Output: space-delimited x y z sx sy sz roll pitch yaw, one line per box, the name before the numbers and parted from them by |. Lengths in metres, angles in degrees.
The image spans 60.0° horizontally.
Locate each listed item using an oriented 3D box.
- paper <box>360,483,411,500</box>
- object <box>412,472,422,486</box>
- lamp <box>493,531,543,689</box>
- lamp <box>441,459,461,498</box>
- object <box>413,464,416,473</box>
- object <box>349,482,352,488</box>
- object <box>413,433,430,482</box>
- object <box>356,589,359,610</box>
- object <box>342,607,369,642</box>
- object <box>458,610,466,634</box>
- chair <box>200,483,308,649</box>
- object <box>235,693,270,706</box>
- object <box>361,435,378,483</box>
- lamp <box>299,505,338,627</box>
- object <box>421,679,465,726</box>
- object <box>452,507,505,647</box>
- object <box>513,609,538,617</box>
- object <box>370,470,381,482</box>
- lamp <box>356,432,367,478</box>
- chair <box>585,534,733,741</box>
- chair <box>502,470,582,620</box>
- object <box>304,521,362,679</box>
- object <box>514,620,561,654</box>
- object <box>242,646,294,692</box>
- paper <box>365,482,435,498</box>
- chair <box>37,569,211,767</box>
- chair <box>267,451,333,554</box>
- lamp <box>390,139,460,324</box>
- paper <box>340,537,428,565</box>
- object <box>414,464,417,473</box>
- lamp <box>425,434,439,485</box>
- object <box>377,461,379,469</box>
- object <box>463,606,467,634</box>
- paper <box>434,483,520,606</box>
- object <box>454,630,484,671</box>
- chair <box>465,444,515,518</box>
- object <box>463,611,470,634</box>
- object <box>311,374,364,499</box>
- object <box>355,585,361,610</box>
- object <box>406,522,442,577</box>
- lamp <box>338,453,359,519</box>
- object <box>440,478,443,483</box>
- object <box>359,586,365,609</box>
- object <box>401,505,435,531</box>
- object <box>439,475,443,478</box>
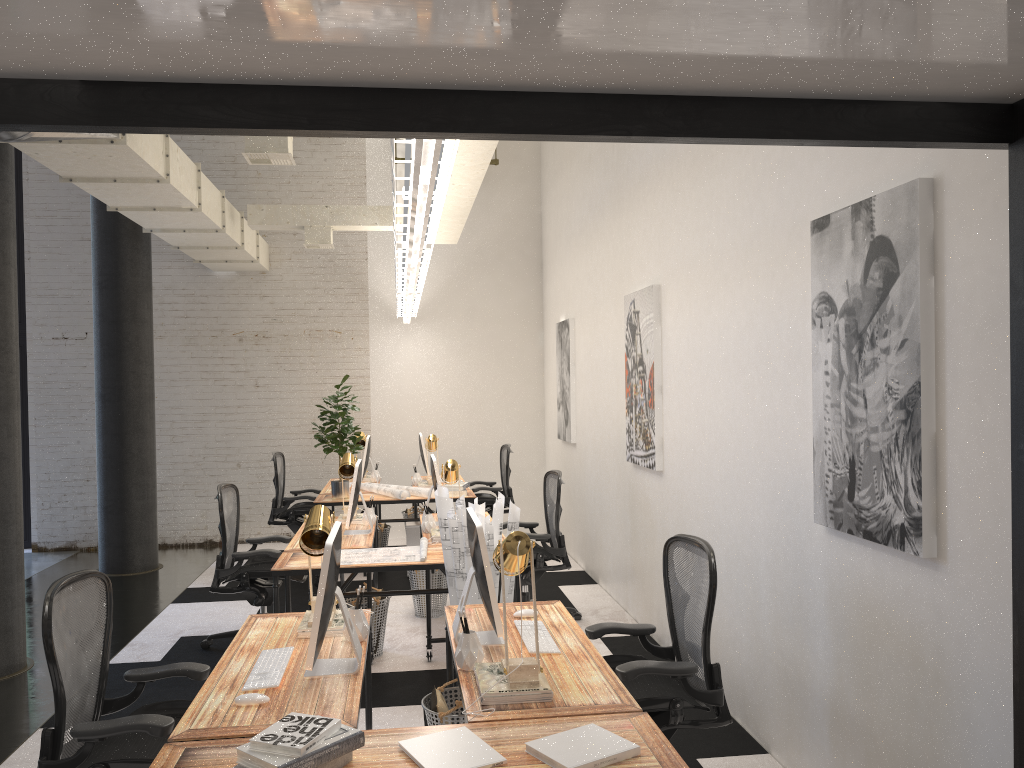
paper | -1.197 0.947 7.958 0.083 0.082 1.134 -1 0 -33
object | -0.923 0.922 8.607 0.101 0.127 0.101 -1 1 38
lamp | 0.015 0.714 2.931 0.127 0.470 0.344 -1 1 -7
lamp | -0.396 0.724 5.800 0.127 0.470 0.344 -1 1 -7
object | -0.933 0.881 8.595 0.054 0.207 0.008 -1 1 -20
object | -1.620 0.987 8.622 0.118 0.017 0.439 -1 0 -7
object | -0.909 0.743 8.947 0.189 0.485 0.483 -1 0 -7
object | -0.598 0.891 3.427 0.008 0.207 0.054 -1 1 -24
object | -0.606 0.933 3.441 0.101 0.127 0.101 -1 1 38
object | -0.159 0.884 3.069 0.054 0.207 0.008 -1 1 -20
chair | -1.672 1.201 5.926 0.792 1.086 0.770 -1 1 -24
object | -0.811 0.983 2.770 0.106 0.029 0.059 -1 0 -6
object | -1.400 0.751 8.621 0.189 0.485 0.483 -1 0 -7
lamp | -0.777 0.728 3.585 0.126 0.470 0.344 -1 1 -7
object | -0.204 1.497 3.752 0.353 0.435 0.358 -1 0 -11
object | -0.135 0.746 3.422 0.189 0.485 0.483 -1 0 -7
object | 0.058 0.969 3.754 0.106 0.029 0.059 -1 0 -6
object | -1.380 0.930 8.966 0.101 0.127 0.101 -1 1 38
lamp | -1.552 0.725 9.110 0.126 0.470 0.344 -1 1 -7
chair | 0.515 1.162 3.471 0.792 1.086 0.770 -1 1 -24
chair | 0.105 1.172 6.339 0.792 1.086 0.770 -1 1 -24
object | -0.626 0.754 3.095 0.189 0.485 0.483 -1 0 -7
object | 0.093 0.975 3.428 0.118 0.018 0.439 -1 0 -7
object | -0.846 0.990 3.096 0.118 0.018 0.439 -1 0 -7
paper | -1.031 0.944 7.978 0.083 0.082 1.134 -1 0 -43
chair | -1.262 1.191 3.058 0.792 1.086 0.770 -1 1 -24
chair | -2.036 1.188 8.584 0.792 1.086 0.770 -1 1 -24
lamp | -0.710 -2.057 6.034 0.226 2.864 7.301 -1 0 -7
paper | -0.782 0.977 5.181 0.626 0.061 0.568 -1 0 -10
object | -0.921 0.880 8.592 0.054 0.207 0.008 -2 1 -42
lamp | -0.759 0.711 8.457 0.126 0.470 0.344 -1 1 -7
object | -1.371 0.888 8.977 0.054 0.207 0.008 -1 1 -20
object | -0.158 0.883 3.093 0.008 0.207 0.054 -1 1 -24
paper | -0.172 1.115 4.678 0.412 1.198 0.440 -1 1 -29
object | -0.149 0.925 3.081 0.101 0.127 0.101 -1 1 38
chair | -0.259 1.159 8.997 0.792 1.086 0.770 -1 1 -24
object | -0.147 0.883 3.067 0.054 0.207 0.008 -2 1 -42
object | -1.519 0.456 7.729 0.438 1.078 0.513 -1 1 -17
object | -0.609 0.891 3.454 0.054 0.207 0.008 -2 1 -42
object | -0.682 1.481 8.022 0.544 0.455 0.221 -1 1 -7
lamp | -1.187 0.738 6.453 0.127 0.470 0.344 -1 1 -7
object | -0.681 0.972 8.953 0.118 0.017 0.439 -1 0 -7
object | -0.597 0.891 3.451 0.054 0.207 0.008 -1 1 -20
object | -0.978 1.494 9.278 0.353 0.435 0.358 -1 0 -11
object | -0.716 0.966 9.280 0.106 0.029 0.059 -1 0 -6
